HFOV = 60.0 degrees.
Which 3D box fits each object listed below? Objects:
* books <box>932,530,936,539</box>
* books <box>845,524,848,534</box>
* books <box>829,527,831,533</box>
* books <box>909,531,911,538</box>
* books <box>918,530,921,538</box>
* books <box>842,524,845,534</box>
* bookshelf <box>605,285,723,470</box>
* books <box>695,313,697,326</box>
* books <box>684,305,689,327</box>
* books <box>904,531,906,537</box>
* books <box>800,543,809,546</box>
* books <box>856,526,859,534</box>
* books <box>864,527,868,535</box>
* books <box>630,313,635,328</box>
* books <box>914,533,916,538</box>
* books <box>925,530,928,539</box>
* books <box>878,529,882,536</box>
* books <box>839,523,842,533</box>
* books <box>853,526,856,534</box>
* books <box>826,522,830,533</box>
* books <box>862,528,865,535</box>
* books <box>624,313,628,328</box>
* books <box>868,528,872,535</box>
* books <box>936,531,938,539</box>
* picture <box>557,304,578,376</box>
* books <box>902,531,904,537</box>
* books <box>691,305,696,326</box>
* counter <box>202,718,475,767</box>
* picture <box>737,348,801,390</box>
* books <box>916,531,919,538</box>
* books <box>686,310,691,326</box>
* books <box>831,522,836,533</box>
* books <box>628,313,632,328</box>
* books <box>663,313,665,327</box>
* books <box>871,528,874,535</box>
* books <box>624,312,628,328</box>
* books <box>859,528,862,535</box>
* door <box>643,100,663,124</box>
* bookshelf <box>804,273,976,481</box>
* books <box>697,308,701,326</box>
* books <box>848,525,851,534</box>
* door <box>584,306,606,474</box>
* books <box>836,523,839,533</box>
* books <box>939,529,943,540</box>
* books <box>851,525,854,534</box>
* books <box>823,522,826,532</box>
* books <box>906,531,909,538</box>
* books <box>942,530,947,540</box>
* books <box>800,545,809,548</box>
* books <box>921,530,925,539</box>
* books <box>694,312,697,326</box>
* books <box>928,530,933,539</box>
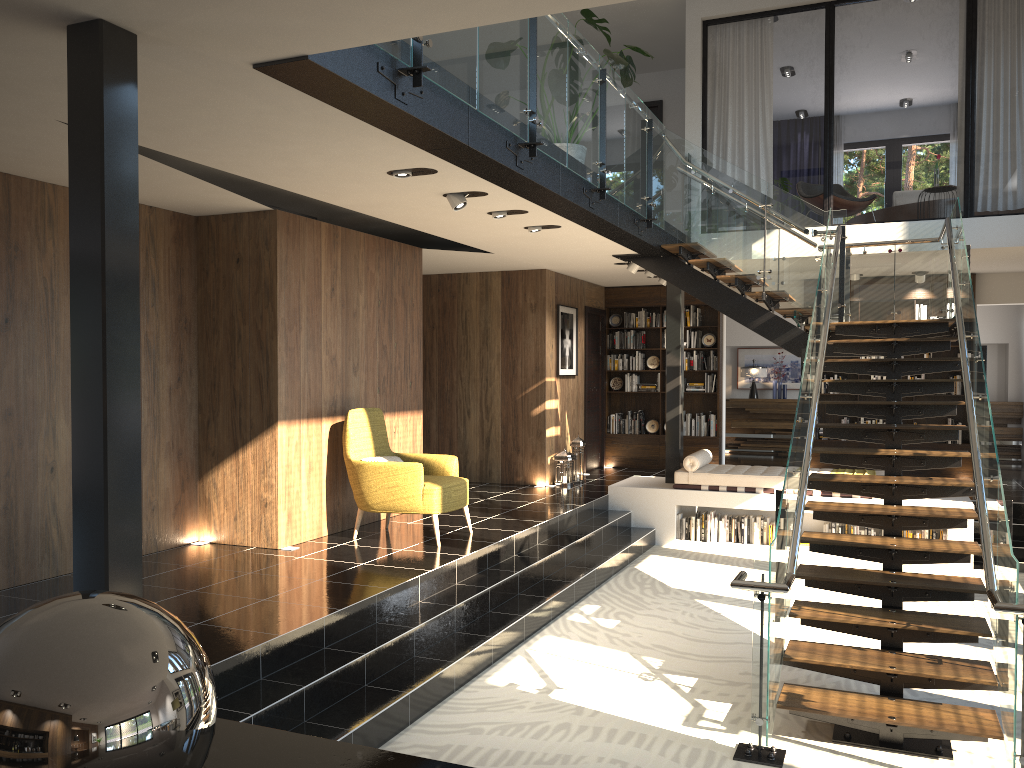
[{"bbox_3d":[4.344,1.639,9.132,0.030,0.273,0.185,1,1,23],"label":"books"},{"bbox_3d":[3.574,1.618,9.474,0.035,0.305,0.151,1,1,23],"label":"books"},{"bbox_3d":[3.428,1.657,9.546,0.027,0.226,0.165,1,1,23],"label":"books"},{"bbox_3d":[4.128,1.650,9.205,0.025,0.249,0.208,1,1,23],"label":"books"},{"bbox_3d":[4.216,1.651,9.174,0.021,0.248,0.197,1,1,23],"label":"books"},{"bbox_3d":[3.543,1.636,9.483,0.029,0.268,0.146,1,1,23],"label":"books"},{"bbox_3d":[2.214,-0.093,13.040,1.703,2.683,0.273,1,2,23],"label":"bookshelf"},{"bbox_3d":[2.688,-0.920,12.830,0.027,0.186,0.220,1,1,23],"label":"books"},{"bbox_3d":[2.529,-0.980,12.864,0.015,0.303,0.251,1,1,23],"label":"books"},{"bbox_3d":[4.094,1.622,9.246,0.021,0.302,0.167,1,1,23],"label":"books"},{"bbox_3d":[3.228,1.732,9.636,0.261,0.024,0.167,0,1,20],"label":"books"},{"bbox_3d":[3.681,1.608,9.441,0.029,0.326,0.153,1,1,23],"label":"books"},{"bbox_3d":[3.753,1.612,9.395,0.033,0.318,0.152,1,1,23],"label":"books"},{"bbox_3d":[1.806,-0.941,13.192,0.059,0.216,0.159,1,1,23],"label":"books"},{"bbox_3d":[4.185,1.666,9.217,0.022,0.216,0.137,1,1,23],"label":"books"},{"bbox_3d":[4.278,1.632,9.156,0.028,0.285,0.210,1,1,23],"label":"books"},{"bbox_3d":[3.875,1.625,9.359,0.066,0.294,0.142,1,1,23],"label":"books"},{"bbox_3d":[3.513,1.636,9.487,0.029,0.268,0.173,1,1,23],"label":"books"},{"bbox_3d":[3.648,1.636,9.435,0.027,0.270,0.187,1,1,23],"label":"books"},{"bbox_3d":[3.396,1.633,9.542,0.030,0.273,0.168,1,1,23],"label":"books"},{"bbox_3d":[3.727,1.656,9.412,0.028,0.231,0.158,1,1,23],"label":"books"},{"bbox_3d":[1.713,-0.941,13.196,0.024,0.216,0.210,1,1,23],"label":"books"},{"bbox_3d":[3.778,1.645,9.368,0.036,0.253,0.178,1,1,23],"label":"books"},{"bbox_3d":[4.372,1.648,9.134,0.019,0.255,0.180,1,1,23],"label":"books"},{"bbox_3d":[0.735,-0.564,11.656,0.028,0.911,0.748,1,1,23],"label":"picture"},{"bbox_3d":[4.073,1.632,9.252,0.023,0.283,0.175,1,1,23],"label":"books"},{"bbox_3d":[2.620,-0.978,12.819,0.017,0.302,0.266,1,1,23],"label":"books"},{"bbox_3d":[-1.034,0.379,0.880,3.573,0.041,0.698,0,1,23],"label":"counter"},{"bbox_3d":[5.749,-0.268,15.510,3.543,0.749,0.035,0,1,23],"label":"picture"},{"bbox_3d":[4.193,1.652,9.178,0.024,0.246,0.211,1,1,23],"label":"books"},{"bbox_3d":[2.582,-0.952,12.888,0.064,0.247,0.209,1,1,23],"label":"books"},{"bbox_3d":[3.449,1.612,9.506,0.043,0.316,0.209,1,1,23],"label":"books"},{"bbox_3d":[1.764,-0.945,13.202,0.026,0.222,0.202,1,1,23],"label":"books"},{"bbox_3d":[2.247,-0.932,12.992,0.021,0.204,0.224,1,1,23],"label":"books"},{"bbox_3d":[3.804,1.644,9.358,0.019,0.256,0.186,1,1,23],"label":"books"},{"bbox_3d":[1.709,-0.951,13.238,0.017,0.234,0.199,1,1,23],"label":"books"},{"bbox_3d":[3.709,1.658,9.439,0.026,0.226,0.132,1,1,23],"label":"books"},{"bbox_3d":[1.761,-2.933,13.062,0.931,2.348,0.104,1,2,23],"label":"door"},{"bbox_3d":[4.999,-0.075,11.859,2.090,2.683,0.273,1,2,23],"label":"bookshelf"},{"bbox_3d":[2.697,-0.958,12.801,0.013,0.262,0.217,1,1,23],"label":"books"},{"bbox_3d":[3.615,1.635,9.493,0.026,0.270,0.128,1,1,23],"label":"books"},{"bbox_3d":[1.168,0.083,12.817,0.104,2.348,0.931,1,2,23],"label":"door"},{"bbox_3d":[3.496,1.627,9.522,0.030,0.284,0.176,1,1,23],"label":"books"},{"bbox_3d":[4.403,1.632,9.126,0.043,0.287,0.147,1,1,23],"label":"books"},{"bbox_3d":[3.615,1.627,9.425,0.026,0.287,0.204,1,1,23],"label":"books"},{"bbox_3d":[3.381,1.638,9.578,0.026,0.263,0.156,1,1,23],"label":"books"},{"bbox_3d":[4.115,1.631,9.235,0.025,0.285,0.164,1,1,23],"label":"books"},{"bbox_3d":[4.426,1.644,9.076,0.037,0.264,0.272,1,1,23],"label":"books"},{"bbox_3d":[3.228,1.756,9.637,0.257,0.024,0.167,0,1,23],"label":"books"},{"bbox_3d":[4.254,1.632,9.187,0.039,0.284,0.199,1,1,23],"label":"books"},{"bbox_3d":[2.669,-0.937,12.866,0.037,0.218,0.144,1,1,23],"label":"books"},{"bbox_3d":[4.315,1.611,9.155,0.042,0.328,0.205,1,1,23],"label":"books"}]
